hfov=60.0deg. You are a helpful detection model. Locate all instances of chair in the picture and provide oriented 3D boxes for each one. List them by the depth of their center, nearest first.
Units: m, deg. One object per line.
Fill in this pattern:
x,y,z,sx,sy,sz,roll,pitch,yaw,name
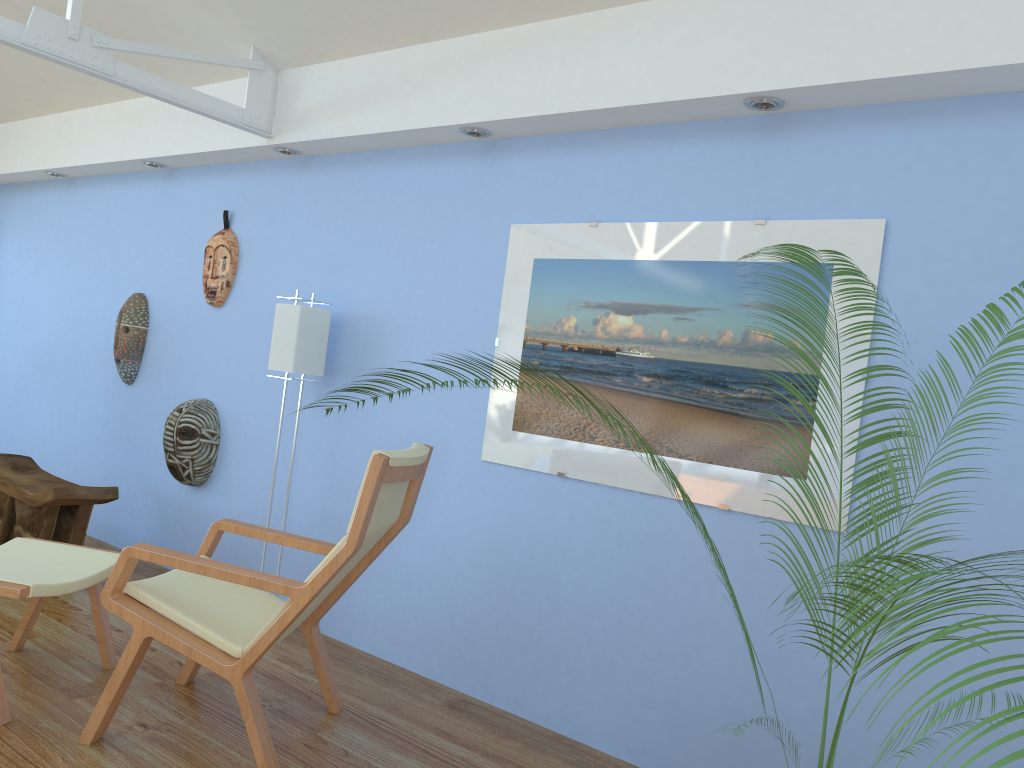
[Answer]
-0.766,0.642,2.889,0.859,0.982,0.632,7,0,8,chair

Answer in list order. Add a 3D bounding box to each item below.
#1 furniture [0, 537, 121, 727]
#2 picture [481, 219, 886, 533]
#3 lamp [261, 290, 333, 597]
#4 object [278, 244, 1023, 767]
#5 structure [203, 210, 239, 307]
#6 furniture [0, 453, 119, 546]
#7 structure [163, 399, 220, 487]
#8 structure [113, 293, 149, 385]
-1.685,0.804,3.014,0.449,0.427,0.619,7,0,8,furniture
0.493,-0.095,3.061,1.419,0.937,0.005,7,0,38,picture
-1.025,0.337,3.999,0.200,1.520,0.200,7,0,38,lamp
0.525,0.446,1.489,1.563,1.695,1.706,7,0,-31,object
-1.545,-0.662,4.666,0.264,0.508,0.063,7,0,38,structure
-2.400,0.672,4.448,1.100,0.507,0.329,7,0,38,furniture
-1.710,0.303,4.621,0.359,0.466,0.185,7,0,38,structure
-2.235,-0.267,5.129,0.254,0.541,0.115,7,0,38,structure
